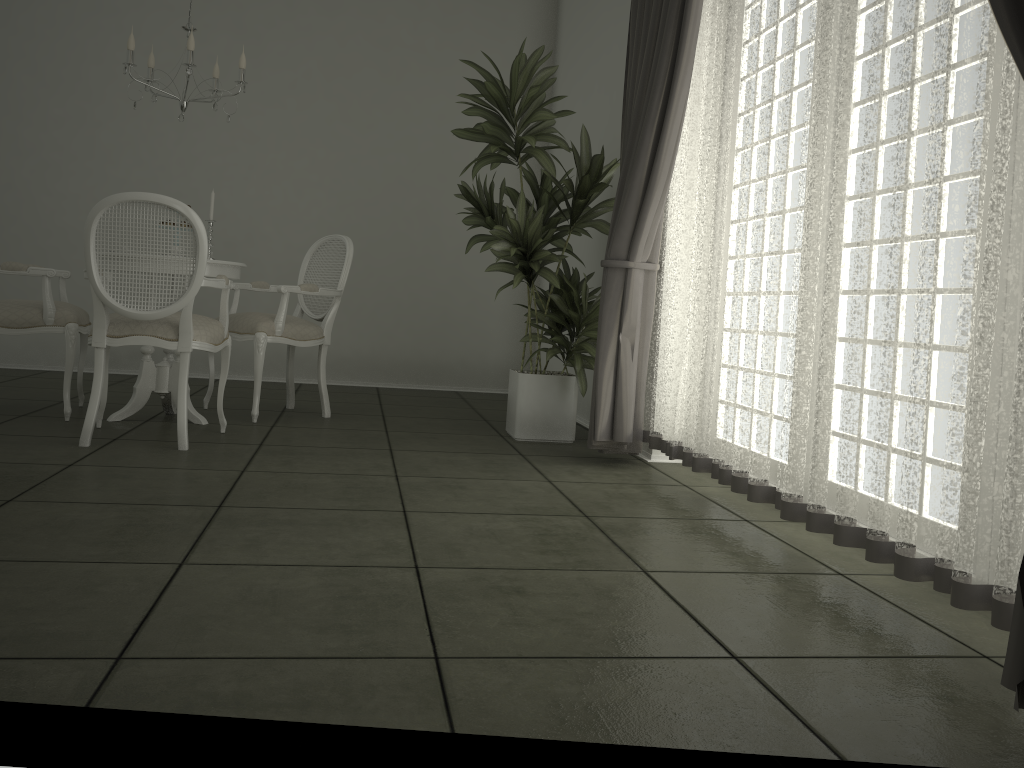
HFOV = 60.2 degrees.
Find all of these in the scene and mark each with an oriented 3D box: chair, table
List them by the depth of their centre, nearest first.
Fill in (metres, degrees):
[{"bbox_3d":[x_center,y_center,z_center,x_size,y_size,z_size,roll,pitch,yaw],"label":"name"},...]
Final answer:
[{"bbox_3d":[-1.578,-0.279,3.899,0.594,1.064,0.691,4,1,-10],"label":"chair"},{"bbox_3d":[-2.495,-0.387,4.442,0.688,1.064,0.597,3,1,-20],"label":"chair"},{"bbox_3d":[-1.773,-0.231,4.530,0.739,0.830,0.742,3,2,-13],"label":"table"},{"bbox_3d":[-1.303,-0.358,5.051,0.688,1.064,0.597,3,1,-45],"label":"chair"}]

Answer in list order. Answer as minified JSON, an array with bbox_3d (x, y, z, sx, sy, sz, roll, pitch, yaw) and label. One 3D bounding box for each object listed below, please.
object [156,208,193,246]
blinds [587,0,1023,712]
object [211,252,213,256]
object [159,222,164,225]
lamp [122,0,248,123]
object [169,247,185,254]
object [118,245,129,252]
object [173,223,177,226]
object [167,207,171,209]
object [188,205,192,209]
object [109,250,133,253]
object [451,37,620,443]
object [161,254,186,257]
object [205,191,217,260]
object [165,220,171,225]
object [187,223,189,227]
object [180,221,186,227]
[{"bbox_3d":[-1.714,-0.767,4.527,0.211,0.249,0.210,5,2,22],"label":"object"},{"bbox_3d":[0.990,-0.787,2.798,0.659,2.600,3.673,4,3,-10],"label":"blinds"},{"bbox_3d":[-1.643,-0.685,4.729,0.077,0.049,0.063,2,3,-30],"label":"object"},{"bbox_3d":[-1.783,-0.821,4.514,0.039,0.032,0.039,1,4,-44],"label":"object"},{"bbox_3d":[-1.616,-2.594,4.540,0.592,2.439,0.594,4,0,-32],"label":"lamp"},{"bbox_3d":[-1.649,-0.651,4.320,0.078,0.049,0.062,5,3,22],"label":"object"},{"bbox_3d":[-2.009,-0.690,4.561,0.078,0.049,0.062,4,3,0],"label":"object"},{"bbox_3d":[-1.758,-0.826,4.583,0.039,0.032,0.039,6,4,41],"label":"object"},{"bbox_3d":[-1.745,-0.908,4.521,0.039,0.032,0.039,4,3,11],"label":"object"},{"bbox_3d":[-1.664,-0.904,4.535,0.039,0.032,0.039,4,3,11],"label":"object"},{"bbox_3d":[-1.952,-0.656,4.420,0.118,0.016,0.119,2,5,-20],"label":"object"},{"bbox_3d":[0.183,-0.760,4.845,1.040,2.097,1.161,4,1,8],"label":"object"},{"bbox_3d":[-1.657,-0.627,4.322,0.118,0.016,0.119,2,5,-20],"label":"object"},{"bbox_3d":[-1.519,-0.805,4.450,0.087,0.365,0.088,4,0,-33],"label":"object"},{"bbox_3d":[-1.736,-0.813,4.458,0.039,0.032,0.039,6,4,41],"label":"object"},{"bbox_3d":[-1.686,-0.822,4.596,0.039,0.032,0.039,6,4,41],"label":"object"},{"bbox_3d":[-1.663,-0.810,4.471,0.039,0.032,0.039,4,3,11],"label":"object"}]
